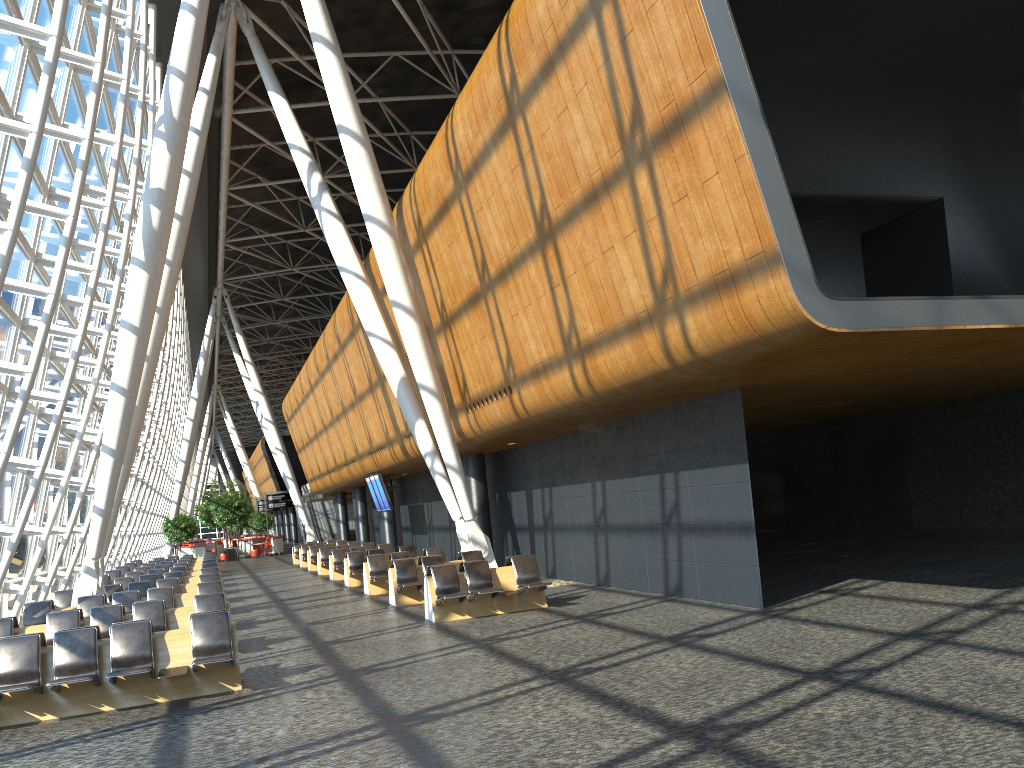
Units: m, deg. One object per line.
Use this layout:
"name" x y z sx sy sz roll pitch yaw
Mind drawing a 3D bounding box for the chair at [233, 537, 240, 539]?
"chair" -19.741 11.573 63.614 0.620 1.006 0.666 -3 -4 -34

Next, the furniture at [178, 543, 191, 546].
"furniture" -21.049 10.861 57.250 0.887 1.002 2.852 -5 -7 -7

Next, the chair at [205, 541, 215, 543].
"chair" -19.254 10.521 55.977 0.623 1.006 0.663 -6 -3 6

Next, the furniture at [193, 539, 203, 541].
"furniture" -31.043 15.731 86.356 3.243 0.865 1.675 -3 -7 -19

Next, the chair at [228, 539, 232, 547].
"chair" -18.455 10.836 58.960 0.663 1.006 0.624 -6 -3 16

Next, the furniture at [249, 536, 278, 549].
"furniture" -14.804 9.597 52.224 2.849 1.004 0.887 -11 -6 38

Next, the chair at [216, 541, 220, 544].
"chair" -18.488 10.297 54.838 0.661 1.006 0.625 -6 -3 6

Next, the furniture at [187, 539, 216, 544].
"furniture" -23.023 12.175 65.785 0.892 1.003 2.834 -7 -7 23

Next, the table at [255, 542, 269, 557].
"table" -14.044 9.304 49.563 0.798 0.747 0.804 -5 -5 -3

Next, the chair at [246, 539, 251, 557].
"chair" -14.692 9.286 49.941 0.664 1.006 0.622 -7 -3 26

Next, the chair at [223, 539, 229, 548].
"chair" -20.003 11.455 62.532 0.658 1.006 0.628 -3 -4 -34

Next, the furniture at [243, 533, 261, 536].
"furniture" -26.847 15.969 91.237 1.892 0.865 1.675 -3 -7 -19

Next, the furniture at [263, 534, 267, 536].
"furniture" -18.702 11.740 65.650 0.886 1.003 2.856 -4 -7 -22

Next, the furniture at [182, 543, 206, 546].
"furniture" -19.621 10.383 54.667 2.849 1.004 0.887 -11 -6 38

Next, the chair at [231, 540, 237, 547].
"chair" -16.025 9.670 51.881 0.663 1.006 0.624 -6 -3 16

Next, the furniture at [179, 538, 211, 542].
"furniture" -32.016 16.198 89.190 3.243 0.865 1.675 -3 -7 -19

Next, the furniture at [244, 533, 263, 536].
"furniture" -25.874 15.502 88.404 1.892 0.865 1.675 -3 -7 -19

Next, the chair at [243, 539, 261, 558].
"chair" -14.380 9.115 48.874 0.625 1.006 0.661 -7 -3 25

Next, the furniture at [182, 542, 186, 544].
"furniture" -23.074 11.791 62.828 0.886 1.003 2.856 -4 -7 -22

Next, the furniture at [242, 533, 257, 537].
"furniture" -27.820 16.436 94.070 1.892 0.865 1.675 -3 -7 -19

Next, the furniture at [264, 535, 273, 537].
"furniture" -15.807 10.286 56.720 0.887 1.002 2.852 -5 -7 -7

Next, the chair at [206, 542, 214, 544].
"chair" -17.536 9.661 50.707 0.625 1.006 0.661 -7 -3 25

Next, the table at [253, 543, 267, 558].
"table" -13.666 9.072 48.077 0.798 0.747 0.804 -5 -5 -3

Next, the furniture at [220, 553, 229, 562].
"furniture" -15.223 9.186 46.692 0.445 0.458 0.443 -7 -5 23

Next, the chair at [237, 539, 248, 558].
"chair" -15.389 9.478 50.890 0.624 1.006 0.662 -6 -3 16

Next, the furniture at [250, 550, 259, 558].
"furniture" -13.883 9.178 47.617 0.442 0.458 0.446 -5 -4 -7

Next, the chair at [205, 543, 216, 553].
"chair" -16.824 9.354 48.898 0.623 1.006 0.663 -6 -3 6

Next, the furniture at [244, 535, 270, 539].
"furniture" -17.235 10.763 59.303 2.849 1.004 0.887 -11 -6 38

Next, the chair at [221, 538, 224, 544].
"chair" -21.820 12.049 65.707 0.658 1.006 0.628 -3 -4 -34

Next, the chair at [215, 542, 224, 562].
"chair" -16.058 9.131 47.760 0.661 1.006 0.625 -6 -3 6

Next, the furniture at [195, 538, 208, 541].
"furniture" -32.989 16.665 92.023 3.243 0.865 1.675 -3 -7 -19

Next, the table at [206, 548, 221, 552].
"table" -15.745 9.096 46.738 0.805 0.747 0.797 -10 -6 42

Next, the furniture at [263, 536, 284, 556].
"furniture" -13.376 9.120 49.641 0.887 1.002 2.852 -5 -7 -7

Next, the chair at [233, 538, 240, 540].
"chair" -17.820 10.644 57.969 0.624 1.006 0.662 -6 -3 16

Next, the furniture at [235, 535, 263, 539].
"furniture" -18.752 11.356 62.693 0.892 1.003 2.834 -7 -7 23

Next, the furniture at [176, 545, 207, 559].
"furniture" -17.190 9.217 47.588 2.849 1.004 0.887 -11 -6 38

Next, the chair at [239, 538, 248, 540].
"chair" -16.811 10.282 55.953 0.625 1.006 0.661 -7 -3 25

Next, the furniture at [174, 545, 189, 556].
"furniture" -18.619 9.695 50.171 0.887 1.002 2.852 -5 -7 -7

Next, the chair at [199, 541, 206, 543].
"chair" -22.008 11.633 62.408 0.665 1.006 0.621 -8 -4 36
